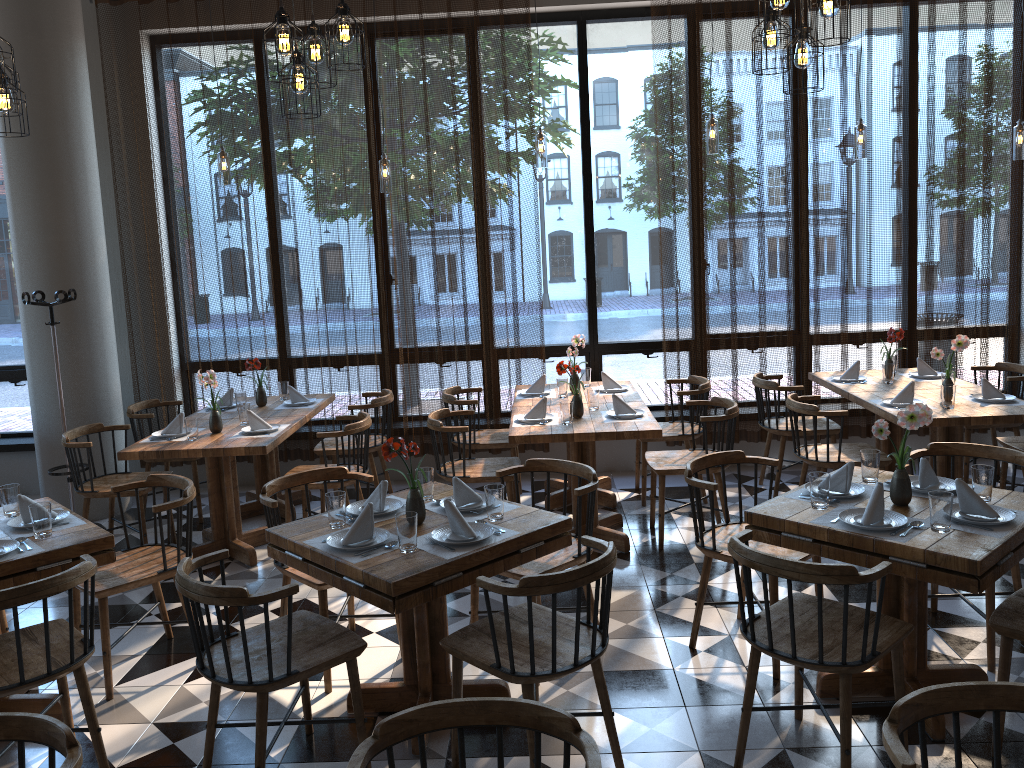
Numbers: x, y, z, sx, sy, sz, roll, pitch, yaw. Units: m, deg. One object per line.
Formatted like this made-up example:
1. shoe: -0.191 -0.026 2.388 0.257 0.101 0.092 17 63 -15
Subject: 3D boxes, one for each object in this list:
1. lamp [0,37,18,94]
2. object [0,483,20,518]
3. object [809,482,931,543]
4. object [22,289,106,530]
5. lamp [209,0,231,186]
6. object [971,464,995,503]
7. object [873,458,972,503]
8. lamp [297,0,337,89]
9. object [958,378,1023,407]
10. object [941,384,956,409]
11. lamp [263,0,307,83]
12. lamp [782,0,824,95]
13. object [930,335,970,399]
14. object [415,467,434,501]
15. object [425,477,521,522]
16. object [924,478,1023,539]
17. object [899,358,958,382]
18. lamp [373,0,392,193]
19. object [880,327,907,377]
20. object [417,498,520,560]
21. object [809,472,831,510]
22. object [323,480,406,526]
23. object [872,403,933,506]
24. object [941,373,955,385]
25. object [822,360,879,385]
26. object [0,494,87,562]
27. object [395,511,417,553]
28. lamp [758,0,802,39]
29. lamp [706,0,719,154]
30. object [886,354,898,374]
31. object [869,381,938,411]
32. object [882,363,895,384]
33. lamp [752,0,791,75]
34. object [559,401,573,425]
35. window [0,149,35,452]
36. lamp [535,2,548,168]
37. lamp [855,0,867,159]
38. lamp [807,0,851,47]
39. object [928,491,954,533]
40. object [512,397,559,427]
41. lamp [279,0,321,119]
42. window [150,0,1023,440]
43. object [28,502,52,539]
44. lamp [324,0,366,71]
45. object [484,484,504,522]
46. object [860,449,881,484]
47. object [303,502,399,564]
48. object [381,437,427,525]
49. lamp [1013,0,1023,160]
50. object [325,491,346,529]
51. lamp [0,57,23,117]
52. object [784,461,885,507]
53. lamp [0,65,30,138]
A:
1. lamp: -2.430 -2.374 3.965 0.175 2.060 0.175 -6 8 -23
2. object: -2.155 0.503 3.809 0.080 0.131 0.080 -6 8 -23
3. object: 1.294 0.432 3.188 0.273 0.136 0.353 -11 12 -42
4. object: -2.978 0.207 5.876 0.375 1.650 0.376 -5 7 -15
5. lamp: -2.022 -2.338 5.987 0.078 1.954 0.078 -6 7 -22
6. object: 1.790 0.380 3.372 0.080 0.131 0.080 -1 8 17
7. object: 1.679 0.353 3.558 0.273 0.136 0.353 -11 12 -42
8. lamp: -1.006 -2.488 4.240 0.175 2.060 0.176 -2 7 10
9. object: 2.829 0.028 5.204 0.272 0.136 0.354 -2 9 2
10. object: 2.484 0.074 5.043 0.080 0.131 0.080 -5 8 -13
11. lamp: -1.051 -2.373 3.816 0.175 2.060 0.176 -4 7 -12
12. lamp: 1.317 -2.393 4.034 0.175 2.060 0.176 -3 7 -3
13. object: 2.565 -0.088 5.184 0.206 0.398 0.147 -4 7 -5
14. object: -0.366 0.425 3.749 0.080 0.131 0.080 -2 8 7
15. object: -0.182 0.435 3.617 0.273 0.136 0.353 -11 12 -42
16. object: 1.672 0.415 3.181 0.353 0.136 0.272 -11 12 -42
17. object: 2.854 -0.117 6.086 0.272 0.136 0.354 -2 9 2
18. lamp: -0.909 -2.282 5.963 0.078 1.954 0.078 3 9 42
19. object: 2.618 -0.213 6.070 0.171 0.353 0.156 -6 8 -22
20. object: -0.189 0.496 3.241 0.353 0.136 0.272 -11 12 -42
21. object: 1.174 0.409 3.382 0.080 0.131 0.080 -1 8 17
22. object: -0.559 0.452 3.623 0.353 0.136 0.272 -11 12 -42
23. object: 1.469 0.267 3.338 0.206 0.398 0.147 -1 7 13
24. object: 2.674 0.001 5.431 0.080 0.131 0.080 -5 8 -13
25. object: 2.322 -0.093 6.098 0.272 0.136 0.354 -2 9 2
26. object: -2.005 0.544 3.494 0.579 0.136 0.583 -11 12 -42
27. object: -0.370 0.525 3.133 0.080 0.131 0.080 -2 8 7
28. lamp: 1.148 -2.586 3.839 0.175 2.060 0.176 -3 7 -3
29. lamp: 1.310 -2.525 5.871 0.078 1.954 0.078 -4 7 -8
30. object: 2.698 -0.140 6.292 0.080 0.131 0.080 -1 8 17
31. object: 2.297 0.052 5.216 0.272 0.136 0.354 -2 9 2
32. object: 2.508 -0.068 5.905 0.080 0.131 0.080 -1 8 17
33. lamp: 1.221 -2.551 4.220 0.175 2.060 0.175 -8 9 -36
34. object: 0.317 0.168 5.116 0.080 0.131 0.080 -5 8 -13
35. window: -6.189 -0.960 7.056 4.965 3.150 0.367 -3 7 2
36. lamp: 0.156 -2.441 5.913 0.078 1.954 0.078 -2 7 9
37. lamp: 2.301 -2.484 5.848 0.078 1.954 0.078 -4 7 -12
38. lamp: 1.355 -2.533 3.804 0.175 2.060 0.176 -5 7 -14
39. object: 1.486 0.445 3.071 0.080 0.131 0.080 -1 8 17
40. object: 0.138 0.146 5.288 0.272 0.136 0.354 -2 9 2
41. lamp: -1.042 -2.280 4.052 0.175 2.060 0.176 0 7 21
42. window: -3.819 -0.894 5.938 15.150 3.149 4.511 -6 9 -21
43. object: -1.855 0.539 3.494 0.080 0.131 0.080 -8 9 -33
44. lamp: -0.840 -2.532 4.111 0.175 2.060 0.176 0 7 21
45. object: -0.066 0.461 3.434 0.080 0.131 0.080 -2 8 7
46. object: 1.490 0.344 3.686 0.080 0.131 0.080 -1 8 17
47. object: -0.566 0.514 3.247 0.273 0.136 0.353 -11 12 -42
48. object: -0.415 0.370 3.407 0.171 0.353 0.156 -8 9 -33
49. lamp: 3.353 -2.472 5.819 0.078 1.954 0.078 2 8 34
50. object: -0.682 0.490 3.444 0.080 0.131 0.080 -1 8 17
51. lamp: -2.625 -2.384 4.356 0.175 2.060 0.175 4 10 44
52. object: 1.302 0.371 3.564 0.353 0.136 0.272 -11 12 -42
53. lamp: -2.499 -2.231 4.186 0.175 2.060 0.176 -4 7 -12
